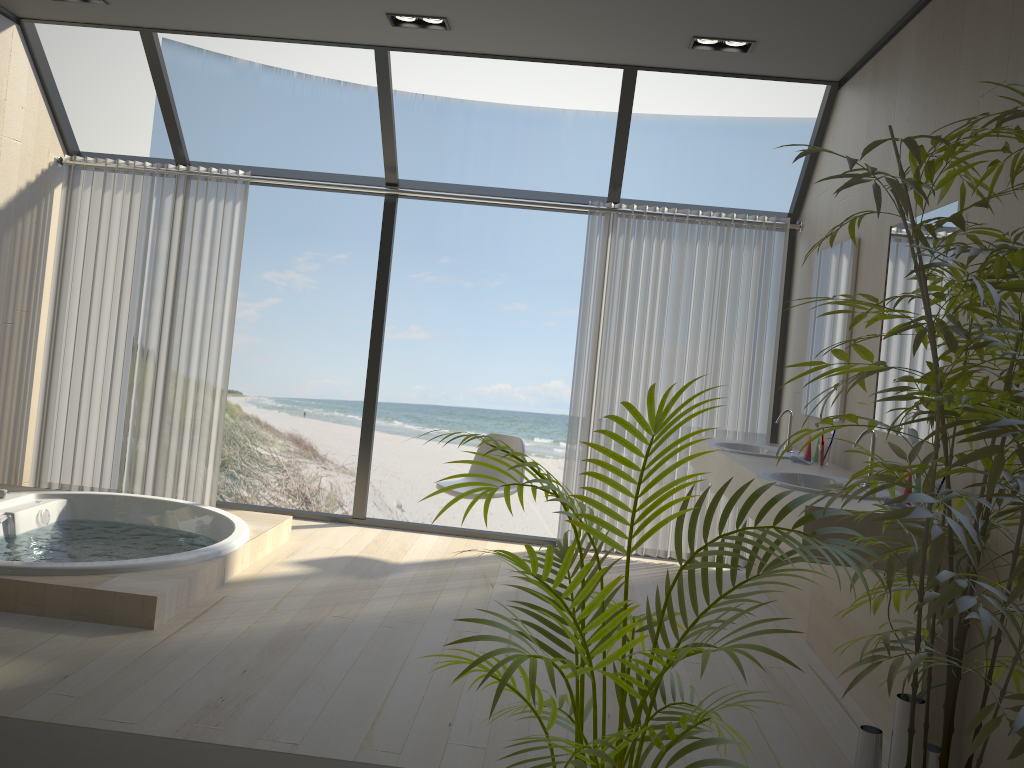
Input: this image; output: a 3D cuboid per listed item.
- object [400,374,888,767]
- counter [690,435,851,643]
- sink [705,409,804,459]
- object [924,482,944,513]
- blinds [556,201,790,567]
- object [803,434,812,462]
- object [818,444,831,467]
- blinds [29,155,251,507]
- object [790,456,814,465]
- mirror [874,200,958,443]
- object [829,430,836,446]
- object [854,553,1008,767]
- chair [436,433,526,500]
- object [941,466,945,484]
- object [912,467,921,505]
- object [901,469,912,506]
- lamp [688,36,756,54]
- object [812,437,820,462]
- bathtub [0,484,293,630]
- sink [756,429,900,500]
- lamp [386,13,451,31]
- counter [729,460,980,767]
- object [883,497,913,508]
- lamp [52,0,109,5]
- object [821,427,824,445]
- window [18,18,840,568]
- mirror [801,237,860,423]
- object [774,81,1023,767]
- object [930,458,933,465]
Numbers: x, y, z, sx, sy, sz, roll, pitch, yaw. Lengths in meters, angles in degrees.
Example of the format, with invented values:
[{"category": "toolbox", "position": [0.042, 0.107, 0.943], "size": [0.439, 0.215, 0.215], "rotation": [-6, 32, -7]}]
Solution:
[{"category": "object", "position": [0.139, 0.535, 1.688], "size": [0.918, 1.158, 0.748], "rotation": [6, 0, 37]}, {"category": "counter", "position": [1.255, 0.740, 4.539], "size": [0.550, 0.791, 1.205], "rotation": [6, 1, 3]}, {"category": "sink", "position": [1.246, 0.323, 4.517], "size": [0.504, 0.419, 0.573], "rotation": [6, 1, 7]}, {"category": "object", "position": [1.364, 0.371, 2.871], "size": [0.058, 0.100, 0.058], "rotation": [6, 0, 14]}, {"category": "blinds", "position": [0.953, -0.009, 5.266], "size": [1.183, 2.073, 0.084], "rotation": [6, -1, 3]}, {"category": "object", "position": [1.395, 0.306, 4.167], "size": [0.038, 0.135, 0.039], "rotation": [6, -1, -38]}, {"category": "object", "position": [1.435, 0.331, 4.075], "size": [0.058, 0.100, 0.058], "rotation": [6, 0, 10]}, {"category": "blinds", "position": [-2.281, -0.334, 5.464], "size": [1.183, 2.073, 0.084], "rotation": [6, -1, 3]}, {"category": "object", "position": [1.342, 0.353, 4.101], "size": [0.105, 0.029, 0.032], "rotation": [7, 2, 44]}, {"category": "mirror", "position": [1.561, -0.227, 3.426], "size": [0.023, 0.869, 0.653], "rotation": [6, 0, 3]}, {"category": "object", "position": [1.452, 0.292, 4.068], "size": [0.054, 0.175, 0.012], "rotation": [5, -1, 29]}, {"category": "object", "position": [1.254, 0.832, 2.592], "size": [0.406, 0.750, 0.274], "rotation": [6, -1, -9]}, {"category": "chair", "position": [-0.153, 0.463, 4.968], "size": [0.370, 0.348, 0.453], "rotation": [6, 1, 32]}, {"category": "object", "position": [1.382, 0.331, 2.864], "size": [0.054, 0.175, 0.012], "rotation": [5, -1, 29]}, {"category": "object", "position": [1.396, 0.349, 3.051], "size": [0.039, 0.135, 0.039], "rotation": [5, -1, 45]}, {"category": "object", "position": [1.324, 0.346, 2.963], "size": [0.039, 0.135, 0.039], "rotation": [5, -1, 45]}, {"category": "lamp", "position": [1.030, -1.710, 4.334], "size": [0.301, 0.112, 0.164], "rotation": [6, 1, 3]}, {"category": "object", "position": [1.466, 0.309, 4.255], "size": [0.038, 0.135, 0.039], "rotation": [6, -1, -38]}, {"category": "bathtub", "position": [-2.183, 0.744, 4.169], "size": [1.821, 0.699, 1.647], "rotation": [6, 2, 3]}, {"category": "sink", "position": [1.176, 0.363, 3.313], "size": [0.504, 0.419, 0.573], "rotation": [6, 1, 7]}, {"category": "lamp", "position": [-0.461, -1.860, 4.425], "size": [0.301, 0.112, 0.164], "rotation": [6, 1, 3]}, {"category": "counter", "position": [1.185, 0.779, 3.335], "size": [0.550, 0.791, 1.205], "rotation": [6, 1, 3]}, {"category": "object", "position": [1.272, 0.392, 2.897], "size": [0.105, 0.029, 0.032], "rotation": [7, 2, 44]}, {"category": "lamp", "position": [-2.248, -2.040, 4.534], "size": [0.301, 0.112, 0.164], "rotation": [6, 1, 3]}, {"category": "object", "position": [1.419, 0.287, 4.054], "size": [0.012, 0.178, 0.049], "rotation": [4, -1, 43]}, {"category": "window", "position": [-0.633, -0.505, 5.179], "size": [4.561, 2.817, 0.744], "rotation": [6, -1, 3]}, {"category": "mirror", "position": [1.594, -0.264, 4.462], "size": [0.023, 0.869, 0.653], "rotation": [6, 0, 3]}, {"category": "object", "position": [0.913, 0.322, 1.690], "size": [0.788, 1.758, 0.932], "rotation": [5, -1, 28]}, {"category": "object", "position": [1.349, 0.327, 2.850], "size": [0.012, 0.178, 0.049], "rotation": [4, -1, 43]}]
